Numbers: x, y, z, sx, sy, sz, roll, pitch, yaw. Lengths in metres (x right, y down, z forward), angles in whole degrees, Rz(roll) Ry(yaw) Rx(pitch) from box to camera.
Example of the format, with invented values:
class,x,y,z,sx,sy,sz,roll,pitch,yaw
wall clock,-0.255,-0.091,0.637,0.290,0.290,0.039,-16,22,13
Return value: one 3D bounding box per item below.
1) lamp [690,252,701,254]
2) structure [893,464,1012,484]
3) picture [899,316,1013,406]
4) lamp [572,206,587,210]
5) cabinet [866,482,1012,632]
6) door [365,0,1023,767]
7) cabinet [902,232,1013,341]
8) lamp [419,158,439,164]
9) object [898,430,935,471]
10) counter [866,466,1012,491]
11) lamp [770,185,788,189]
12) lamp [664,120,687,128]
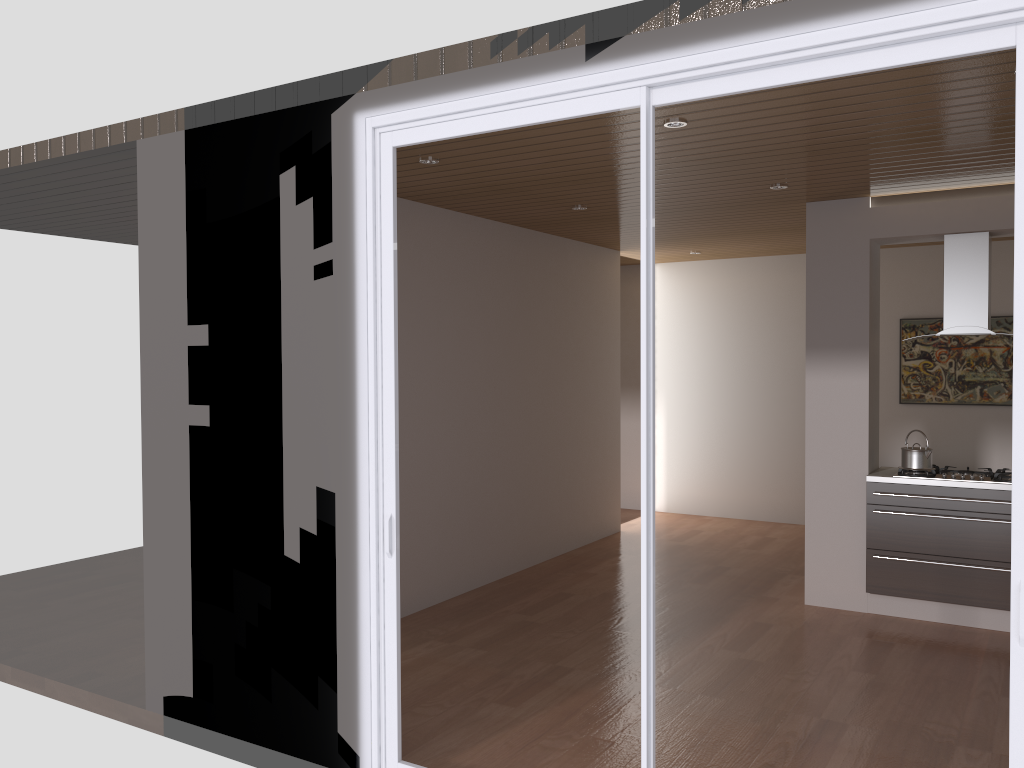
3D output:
class,x,y,z,sx,sy,sz,roll,pitch,yaw
lamp,1.786,-1.300,8.640,0.102,0.055,0.102,0,2,15
structure,2.890,0.565,5.643,0.797,0.047,0.494,1,2,32
picture,4.192,-0.206,8.014,1.277,0.801,0.018,1,2,32
lamp,0.460,-1.224,6.055,0.102,0.055,0.102,0,2,4
cabinet,3.008,1.079,4.843,2.150,0.870,1.850,1,2,32
door,0.443,0.229,2.903,2.300,2.700,0.101,1,2,32
cabinet,3.111,-0.450,4.797,2.058,1.032,1.399,1,2,36
lamp,-0.431,-1.181,4.609,0.102,0.055,0.102,0,2,15
object,2.594,0.417,5.684,0.221,0.251,0.221,0,2,24
counter,3.006,0.626,4.831,2.150,0.036,1.850,1,2,32
lamp,1.610,-1.211,5.347,0.102,0.055,0.102,0,2,15
lamp,0.719,-1.168,3.901,0.102,0.055,0.102,0,2,15
